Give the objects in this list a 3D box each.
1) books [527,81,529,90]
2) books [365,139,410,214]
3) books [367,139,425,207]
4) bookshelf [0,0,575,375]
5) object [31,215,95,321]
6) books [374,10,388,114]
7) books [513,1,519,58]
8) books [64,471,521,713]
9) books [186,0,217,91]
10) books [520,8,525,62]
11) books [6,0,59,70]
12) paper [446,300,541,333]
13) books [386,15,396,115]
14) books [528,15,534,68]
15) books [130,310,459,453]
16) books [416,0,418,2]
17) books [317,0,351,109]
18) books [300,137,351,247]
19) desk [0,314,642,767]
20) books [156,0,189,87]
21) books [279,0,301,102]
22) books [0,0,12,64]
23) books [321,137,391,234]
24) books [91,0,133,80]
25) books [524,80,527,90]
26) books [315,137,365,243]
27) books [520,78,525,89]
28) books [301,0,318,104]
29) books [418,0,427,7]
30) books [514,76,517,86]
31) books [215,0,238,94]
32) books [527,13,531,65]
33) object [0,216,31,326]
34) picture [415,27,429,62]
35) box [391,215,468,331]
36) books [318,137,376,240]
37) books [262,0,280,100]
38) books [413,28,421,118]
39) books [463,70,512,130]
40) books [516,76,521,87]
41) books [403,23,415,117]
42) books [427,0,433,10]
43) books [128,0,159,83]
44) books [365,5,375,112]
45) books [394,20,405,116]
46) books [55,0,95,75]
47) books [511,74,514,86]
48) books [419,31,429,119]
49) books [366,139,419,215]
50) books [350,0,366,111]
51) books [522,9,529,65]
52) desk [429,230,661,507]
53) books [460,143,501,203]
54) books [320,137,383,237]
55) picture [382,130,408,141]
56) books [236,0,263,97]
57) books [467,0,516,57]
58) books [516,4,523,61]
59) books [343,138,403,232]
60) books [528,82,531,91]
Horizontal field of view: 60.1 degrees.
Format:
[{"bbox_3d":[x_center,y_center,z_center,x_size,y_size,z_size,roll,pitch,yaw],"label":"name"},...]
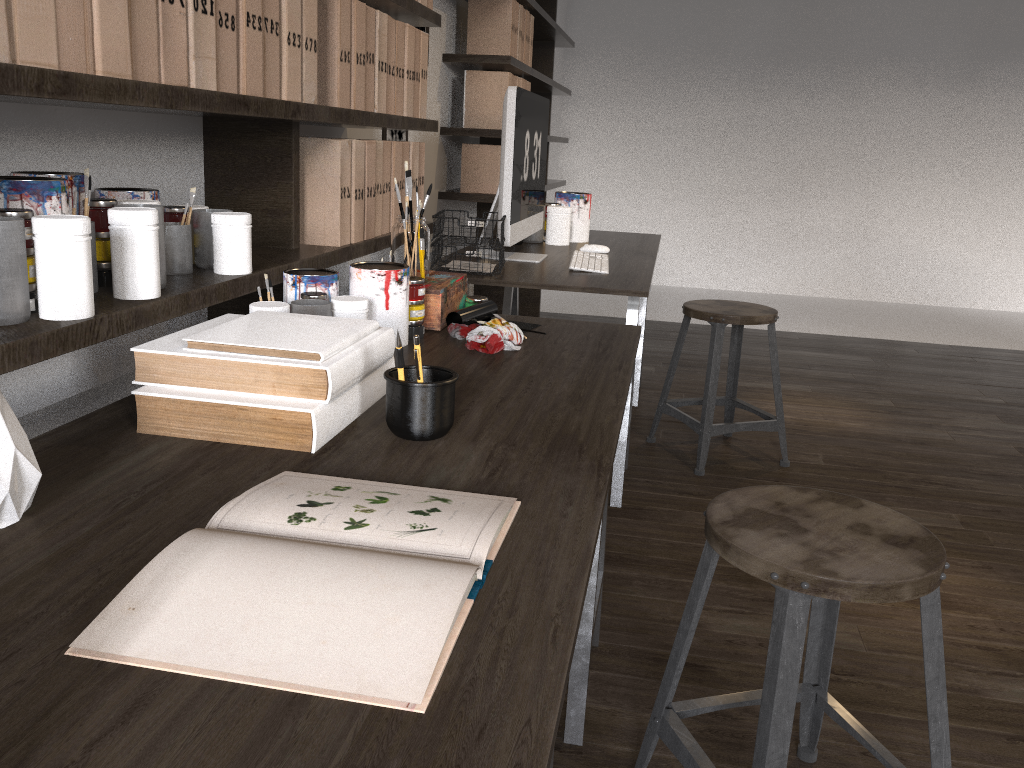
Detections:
[{"bbox_3d":[-0.024,-1.207,3.856,0.175,0.223,0.067,5,13,10],"label":"books"},{"bbox_3d":[-0.355,-0.504,2.246,0.175,0.223,0.067,5,13,10],"label":"books"},{"bbox_3d":[-0.328,-0.540,2.383,0.174,0.223,0.067,5,13,10],"label":"books"},{"bbox_3d":[-0.683,-0.150,0.954,0.374,3.170,9.279,5,15,9],"label":"bookshelf"},{"bbox_3d":[-0.521,-0.135,1.029,0.062,0.118,0.062,-5,15,-29],"label":"object"},{"bbox_3d":[-0.374,-0.720,1.990,0.174,0.223,0.067,5,13,10],"label":"books"},{"bbox_3d":[-0.068,-1.396,3.506,0.174,0.223,0.067,5,13,10],"label":"books"},{"bbox_3d":[-0.149,0.142,0.749,0.256,0.029,0.358,5,15,10],"label":"books"},{"bbox_3d":[-0.513,-0.531,1.247,0.174,0.223,0.067,5,13,10],"label":"books"},{"bbox_3d":[-0.043,-1.432,3.643,0.175,0.223,0.067,5,13,10],"label":"books"},{"bbox_3d":[-0.576,-0.446,0.921,0.175,0.223,0.067,5,13,10],"label":"books"},{"bbox_3d":[-0.033,-0.131,1.752,0.138,0.038,0.156,10,16,24],"label":"paper"},{"bbox_3d":[-0.365,-0.738,2.059,0.174,0.223,0.067,5,13,10],"label":"books"},{"bbox_3d":[0.001,-1.488,3.859,0.175,0.223,0.067,5,13,10],"label":"books"},{"bbox_3d":[-0.248,-0.028,1.149,0.385,0.146,0.298,5,15,10],"label":"books"},{"bbox_3d":[-0.320,-1.047,2.167,0.174,0.223,0.067,5,13,10],"label":"books"},{"bbox_3d":[-0.418,-0.665,1.779,0.175,0.223,0.067,5,13,10],"label":"books"},{"bbox_3d":[-0.428,-0.398,1.839,0.174,0.223,0.067,5,13,10],"label":"books"},{"bbox_3d":[-0.219,0.381,1.169,0.656,0.662,1.687,5,15,9],"label":"desk"},{"bbox_3d":[-0.530,-0.514,1.179,0.174,0.223,0.067,5,13,10],"label":"books"},{"bbox_3d":[-0.459,-0.605,1.531,0.175,0.223,0.067,5,13,10],"label":"books"},{"bbox_3d":[-0.587,-0.428,0.851,0.175,0.223,0.067,5,13,10],"label":"books"},{"bbox_3d":[-0.382,-0.467,2.103,0.175,0.223,0.067,5,13,10],"label":"books"},{"bbox_3d":[-0.549,-0.478,1.045,0.175,0.223,0.067,5,13,10],"label":"books"},{"bbox_3d":[-0.031,-1.191,3.795,0.175,0.223,0.067,5,13,10],"label":"books"},{"bbox_3d":[-0.411,-0.415,1.908,0.175,0.223,0.067,5,13,10],"label":"books"},{"bbox_3d":[-0.044,-1.174,3.731,0.175,0.223,0.067,5,13,10],"label":"books"},{"bbox_3d":[-0.447,-0.625,1.607,0.175,0.223,0.067,5,13,10],"label":"books"},{"bbox_3d":[-0.303,-1.064,2.234,0.174,0.223,0.067,5,13,10],"label":"books"},{"bbox_3d":[-0.076,-1.139,3.595,0.174,0.223,0.067,5,13,10],"label":"books"},{"bbox_3d":[-0.505,-0.549,1.316,0.175,0.223,0.067,5,13,10],"label":"books"},{"bbox_3d":[-0.016,-1.470,3.786,0.175,0.223,0.067,5,13,10],"label":"books"},{"bbox_3d":[-0.574,-0.125,0.984,0.063,0.117,0.064,-8,17,-38],"label":"object"},{"bbox_3d":[-0.329,-1.198,3.043,0.023,0.181,0.254,5,14,9],"label":"picture"},{"bbox_3d":[-0.177,-0.234,1.774,0.137,0.205,0.214,5,14,10],"label":"box"},{"bbox_3d":[-0.398,-0.434,1.978,0.175,0.223,0.067,5,13,10],"label":"books"},{"bbox_3d":[-0.478,-0.587,1.460,0.175,0.223,0.067,5,13,10],"label":"books"},{"bbox_3d":[-0.326,-0.790,2.256,0.175,0.223,0.067,5,13,10],"label":"books"},{"bbox_3d":[-0.096,-1.103,3.459,0.175,0.223,0.067,5,13,10],"label":"books"},{"bbox_3d":[-0.060,-1.156,3.662,0.174,0.223,0.067,5,13,10],"label":"books"},{"bbox_3d":[-0.334,-0.772,2.191,0.175,0.223,0.067,5,13,10],"label":"books"},{"bbox_3d":[-0.295,-1.082,2.303,0.175,0.223,0.067,5,13,10],"label":"books"},{"bbox_3d":[-0.543,-0.496,1.111,0.175,0.223,0.067,5,13,10],"label":"books"},{"bbox_3d":[-0.391,-0.702,1.923,0.175,0.223,0.067,5,13,10],"label":"books"},{"bbox_3d":[-0.352,-0.756,2.127,0.175,0.223,0.067,5,13,10],"label":"books"},{"bbox_3d":[-0.566,-0.462,0.982,0.175,0.223,0.067,5,13,10],"label":"books"},{"bbox_3d":[-0.087,-1.121,3.528,0.175,0.223,0.067,5,13,10],"label":"books"},{"bbox_3d":[-0.313,-0.805,2.317,0.175,0.223,0.067,5,13,10],"label":"books"},{"bbox_3d":[-0.337,-0.521,2.314,0.174,0.223,0.067,5,13,10],"label":"books"},{"bbox_3d":[-0.399,-0.683,1.849,0.175,0.223,0.067,5,13,10],"label":"books"},{"bbox_3d":[-0.024,-1.450,3.714,0.175,0.223,0.067,5,13,10],"label":"books"},{"bbox_3d":[0.169,-0.158,3.230,0.656,0.662,1.687,5,15,9],"label":"desk"},{"bbox_3d":[-0.111,-0.840,3.534,0.175,0.223,0.067,5,13,10],"label":"books"},{"bbox_3d":[-0.391,-0.450,2.039,0.175,0.223,0.067,5,13,10],"label":"books"},{"bbox_3d":[-0.385,-0.838,2.892,0.023,0.181,0.254,5,14,9],"label":"picture"},{"bbox_3d":[-0.486,-0.568,1.387,0.175,0.223,0.067,5,13,10],"label":"books"},{"bbox_3d":[-0.081,-1.379,3.438,0.175,0.223,0.067,5,13,10],"label":"books"},{"bbox_3d":[-0.051,-1.414,3.574,0.174,0.223,0.067,5,13,10],"label":"books"},{"bbox_3d":[-0.363,-0.485,2.173,0.175,0.223,0.067,5,13,10],"label":"books"},{"bbox_3d":[-0.013,-1.225,3.924,0.175,0.223,0.067,5,13,10],"label":"books"}]
